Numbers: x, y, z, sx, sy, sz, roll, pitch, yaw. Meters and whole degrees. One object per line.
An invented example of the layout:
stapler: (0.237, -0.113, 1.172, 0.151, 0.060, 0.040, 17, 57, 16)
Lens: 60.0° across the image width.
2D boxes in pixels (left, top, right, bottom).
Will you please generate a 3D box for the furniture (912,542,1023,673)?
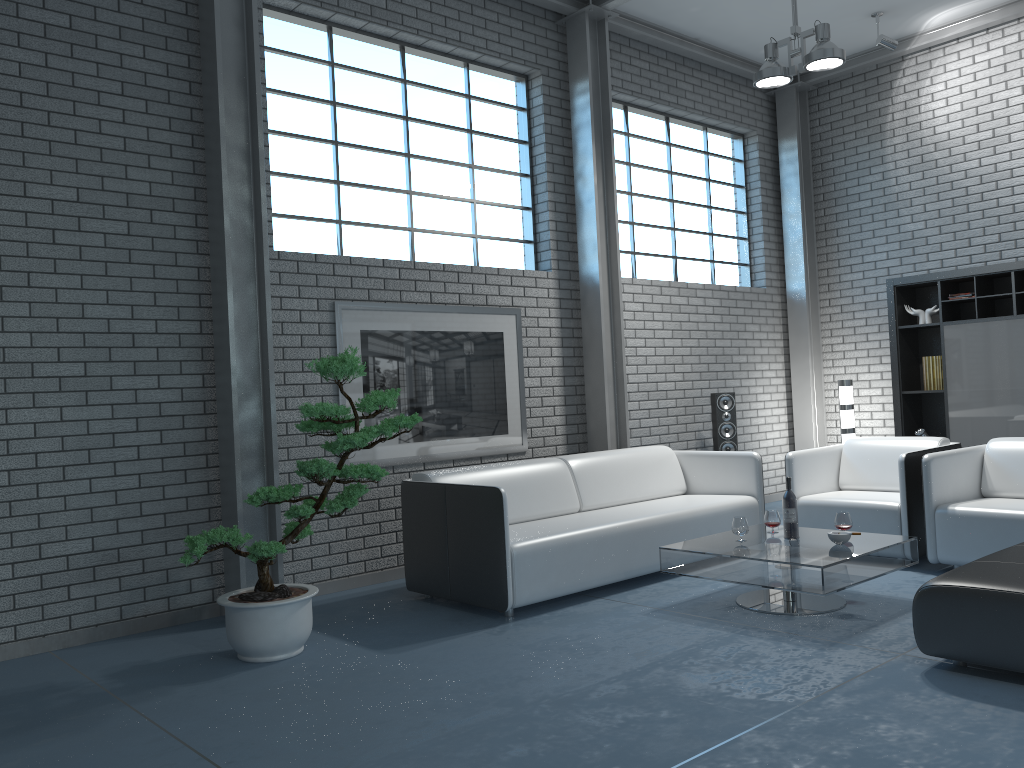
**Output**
furniture: (2.202, 0.833, 3.509, 1.291, 0.301, 0.685, -2, -1, -41)

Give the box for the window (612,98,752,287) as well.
window: (1.401, -1.611, 7.798, 2.200, 1.500, 0.100, -2, -1, -41)

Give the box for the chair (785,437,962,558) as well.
chair: (2.317, 0.686, 5.620, 0.919, 0.661, 0.767, -2, -1, -43)

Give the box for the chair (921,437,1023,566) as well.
chair: (2.878, 0.646, 4.921, 0.919, 0.661, 0.767, -2, -1, -39)

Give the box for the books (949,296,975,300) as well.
books: (3.604, -0.680, 7.058, 0.190, 0.015, 0.135, -4, -1, 43)

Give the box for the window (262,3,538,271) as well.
window: (-0.703, -1.534, 5.952, 2.200, 1.500, 0.100, -2, -1, -41)

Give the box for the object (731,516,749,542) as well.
object: (1.171, 0.743, 4.544, 0.089, 0.120, 0.089, -3, -1, 14)

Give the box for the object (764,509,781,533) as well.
object: (1.392, 0.734, 4.742, 0.089, 0.120, 0.089, -3, -1, 14)

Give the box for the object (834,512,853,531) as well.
object: (1.693, 0.716, 4.532, 0.089, 0.120, 0.089, -3, -1, 14)

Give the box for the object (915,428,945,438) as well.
object: (3.468, 0.475, 7.299, 0.285, 0.229, 0.095, -3, -1, 4)

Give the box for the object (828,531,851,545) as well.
object: (1.588, 0.749, 4.299, 0.108, 0.056, 0.108, -2, -1, -45)

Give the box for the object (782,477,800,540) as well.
object: (1.416, 0.631, 4.517, 0.079, 0.316, 0.079, -3, -1, -8)

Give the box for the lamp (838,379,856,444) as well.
lamp: (2.837, 0.514, 7.471, 0.140, 1.100, 0.098, -3, -1, 11)

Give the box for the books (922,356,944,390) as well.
books: (3.487, -0.090, 7.246, 0.195, 0.275, 0.167, -2, -1, -41)

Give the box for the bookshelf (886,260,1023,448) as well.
bookshelf: (3.943, 0.037, 6.777, 0.419, 1.920, 1.930, -2, -1, -41)

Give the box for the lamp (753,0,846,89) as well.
lamp: (1.869, -2.482, 5.865, 0.300, 0.872, 0.639, -2, -1, -41)

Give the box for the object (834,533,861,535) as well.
object: (1.619, 0.737, 4.271, 0.128, 0.052, 0.024, -4, -1, 42)

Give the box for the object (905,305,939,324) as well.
object: (3.397, -0.578, 7.295, 0.308, 0.180, 0.106, -4, -1, 39)

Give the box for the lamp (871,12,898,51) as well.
lamp: (2.960, -2.799, 7.058, 0.166, 0.311, 0.137, -3, -1, -16)

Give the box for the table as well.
table: (1.384, 0.940, 4.436, 0.900, 0.300, 0.900, -2, -1, -41)

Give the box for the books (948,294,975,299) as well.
books: (3.599, -0.695, 7.067, 0.135, 0.015, 0.190, -2, -1, -37)

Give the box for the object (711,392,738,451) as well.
object: (1.741, 0.593, 7.210, 0.159, 1.045, 0.254, -3, -1, 4)

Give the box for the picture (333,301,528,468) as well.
picture: (-0.478, -0.007, 5.778, 1.490, 1.015, 0.020, -2, -1, -41)

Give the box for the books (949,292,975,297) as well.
books: (3.595, -0.710, 7.075, 0.190, 0.015, 0.135, -3, -1, 28)

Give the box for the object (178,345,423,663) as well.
object: (-0.928, 0.519, 3.994, 1.032, 1.362, 0.586, -3, -1, 8)

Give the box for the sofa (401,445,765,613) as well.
sofa: (0.501, 0.774, 5.364, 2.238, 0.661, 0.919, -2, -1, -41)
